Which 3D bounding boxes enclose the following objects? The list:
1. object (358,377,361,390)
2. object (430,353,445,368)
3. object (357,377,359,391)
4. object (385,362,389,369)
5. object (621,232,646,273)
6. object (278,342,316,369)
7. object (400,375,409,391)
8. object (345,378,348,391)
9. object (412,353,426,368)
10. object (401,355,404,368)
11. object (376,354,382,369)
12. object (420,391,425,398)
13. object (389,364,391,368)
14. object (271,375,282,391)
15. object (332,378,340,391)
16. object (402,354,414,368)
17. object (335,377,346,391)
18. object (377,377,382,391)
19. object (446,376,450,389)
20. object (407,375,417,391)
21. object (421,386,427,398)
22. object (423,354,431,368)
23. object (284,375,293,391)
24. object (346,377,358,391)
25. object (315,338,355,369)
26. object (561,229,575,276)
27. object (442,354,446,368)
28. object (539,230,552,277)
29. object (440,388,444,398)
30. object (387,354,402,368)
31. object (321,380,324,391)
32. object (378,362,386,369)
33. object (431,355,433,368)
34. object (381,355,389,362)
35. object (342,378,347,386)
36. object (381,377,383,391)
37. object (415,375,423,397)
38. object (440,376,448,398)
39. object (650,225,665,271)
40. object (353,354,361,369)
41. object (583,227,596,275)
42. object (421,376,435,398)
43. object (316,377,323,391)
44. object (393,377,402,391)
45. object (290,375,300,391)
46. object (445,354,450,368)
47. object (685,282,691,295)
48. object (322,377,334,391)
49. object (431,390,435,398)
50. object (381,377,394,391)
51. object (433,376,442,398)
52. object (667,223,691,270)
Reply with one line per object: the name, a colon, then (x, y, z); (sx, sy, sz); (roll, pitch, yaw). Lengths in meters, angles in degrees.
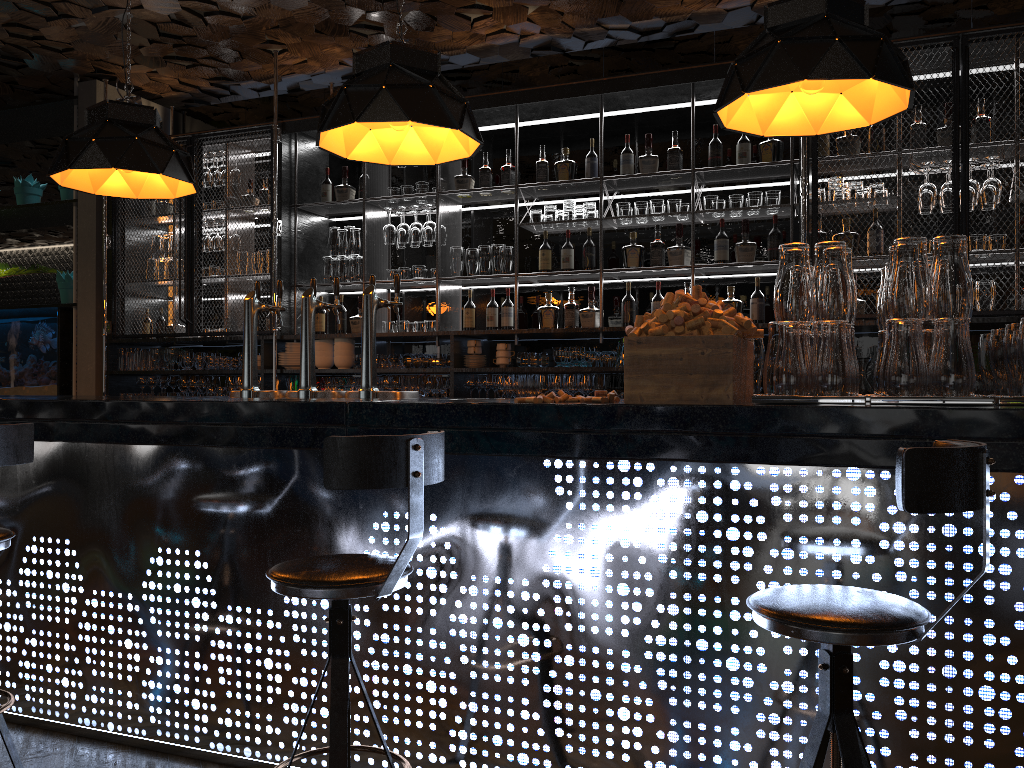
object: (-1.008, 0.059, 6.040); (0.084, 0.216, 0.084); (0, 0, 10)
object: (-0.491, -0.151, 5.836); (0.095, 0.096, 0.095); (0, 0, -4)
object: (-1.054, 0.061, 6.159); (0.082, 0.213, 0.082); (0, 0, 3)
object: (-0.863, -0.126, 6.074); (0.049, 0.048, 0.044); (0, 0, -36)
object: (0.761, -0.827, 5.564); (0.151, 0.248, 0.094); (0, 0, 11)
object: (-1.525, -0.199, 6.374); (0.306, 0.195, 0.300); (0, 0, 23)
object: (-0.716, 0.054, 5.956); (0.071, 0.226, 0.071); (0, 0, -6)
object: (-1.145, 0.061, 6.194); (0.082, 0.213, 0.082); (0, 0, 1)
object: (-0.619, -0.153, 5.898); (0.093, 0.099, 0.093); (0, 0, 41)
object: (-0.734, -0.152, 6.170); (0.109, 0.100, 0.109); (0, 0, 5)
object: (-0.941, -0.152, 6.077); (0.100, 0.100, 0.089); (0, 0, -32)
object: (-0.628, 0.056, 6.197); (0.071, 0.226, 0.071); (0, 0, -6)
object: (-0.837, -0.126, 6.118); (0.049, 0.048, 0.044); (0, 0, 9)
object: (-1.679, 0.053, 6.323); (0.073, 0.229, 0.073); (0, 0, 11)
object: (-1.239, 0.061, 6.231); (0.082, 0.213, 0.082); (0, 0, -2)
object: (-0.695, -0.153, 5.979); (0.093, 0.099, 0.093); (0, 0, 38)
object: (-1.179, 0.061, 6.113); (0.082, 0.213, 0.082); (0, 0, -35)
object: (-0.921, 0.059, 6.003); (0.084, 0.216, 0.084); (0, 0, 37)
object: (-0.400, 0.059, 5.837); (0.071, 0.217, 0.071); (0, 0, 30)
object: (-0.663, 0.054, 5.892); (0.071, 0.226, 0.071); (0, 0, -6)
object: (-0.586, 0.059, 6.038); (0.092, 0.218, 0.092); (0, 0, -18)
object: (-0.584, -0.152, 5.996); (0.093, 0.099, 0.093); (0, 0, -7)
object: (-1.596, 0.053, 6.366); (0.073, 0.229, 0.073); (0, 0, 11)
object: (-1.094, 0.061, 6.077); (0.082, 0.213, 0.082); (0, 0, -38)
object: (-1.250, -0.210, 6.228); (0.309, 0.216, 0.149); (0, 0, 20)
object: (0.364, -0.853, 5.758); (0.086, 0.298, 0.086); (0, 0, -19)
object: (-0.476, -0.151, 5.943); (0.095, 0.096, 0.095); (0, 0, 22)
object: (0.220, -0.852, 5.789); (0.086, 0.299, 0.086); (0, 0, -19)
object: (-0.482, 0.060, 6.114); (0.092, 0.218, 0.092); (0, 0, -18)
object: (-0.793, -0.153, 6.022); (0.109, 0.100, 0.109); (0, 0, 5)
object: (-1.322, 0.061, 6.268); (0.082, 0.213, 0.082); (0, 0, 14)
object: (-0.883, -0.126, 6.021); (0.044, 0.048, 0.049); (0, 0, -26)
object: (-0.541, -0.152, 6.088); (0.093, 0.099, 0.093); (0, 0, 9)
object: (-0.896, -0.151, 6.190); (0.100, 0.100, 0.089); (0, 0, -26)
object: (-1.197, 0.062, 6.313); (0.082, 0.213, 0.082); (0, 0, 43)
object: (-0.870, 0.060, 6.124); (0.084, 0.216, 0.084); (0, 0, 14)
object: (-0.633, 0.054, 5.967); (0.071, 0.226, 0.071); (0, 0, -6)
object: (-0.443, 0.059, 5.896); (0.071, 0.217, 0.071); (0, 0, 30)
object: (0.905, -0.845, 5.508); (0.083, 0.282, 0.083); (0, 0, 22)
object: (-1.038, -0.152, 6.056); (0.100, 0.100, 0.089); (0, 0, 27)
object: (0.495, -0.853, 5.675); (0.086, 0.297, 0.086); (0, 0, -19)
object: (-0.560, 0.058, 5.884); (0.092, 0.218, 0.092); (0, 0, -18)
object: (-1.358, 0.061, 6.185); (0.082, 0.213, 0.082); (0, 0, -39)
object: (-0.788, 0.060, 6.098); (0.084, 0.216, 0.084); (0, 0, -26)
object: (-1.535, 0.053, 6.287); (0.073, 0.229, 0.073); (0, 0, 11)
object: (-0.399, -0.151, 5.876); (0.095, 0.096, 0.095); (0, 0, -44)
object: (1.076, -0.482, 5.437); (0.083, 0.282, 0.083); (0, 0, 7)
object: (-1.276, 0.061, 6.152); (0.082, 0.213, 0.082); (0, 0, -39)
object: (-0.541, 0.060, 6.136); (0.092, 0.218, 0.092); (0, 0, -18)
object: (-0.837, 0.059, 5.970); (0.084, 0.216, 0.084); (0, 0, -26)
object: (-0.505, 0.059, 5.978); (0.092, 0.218, 0.092); (0, 0, -18)
object: (1.028, -0.843, 5.444); (0.123, 0.279, 0.123); (0, 0, 35)
